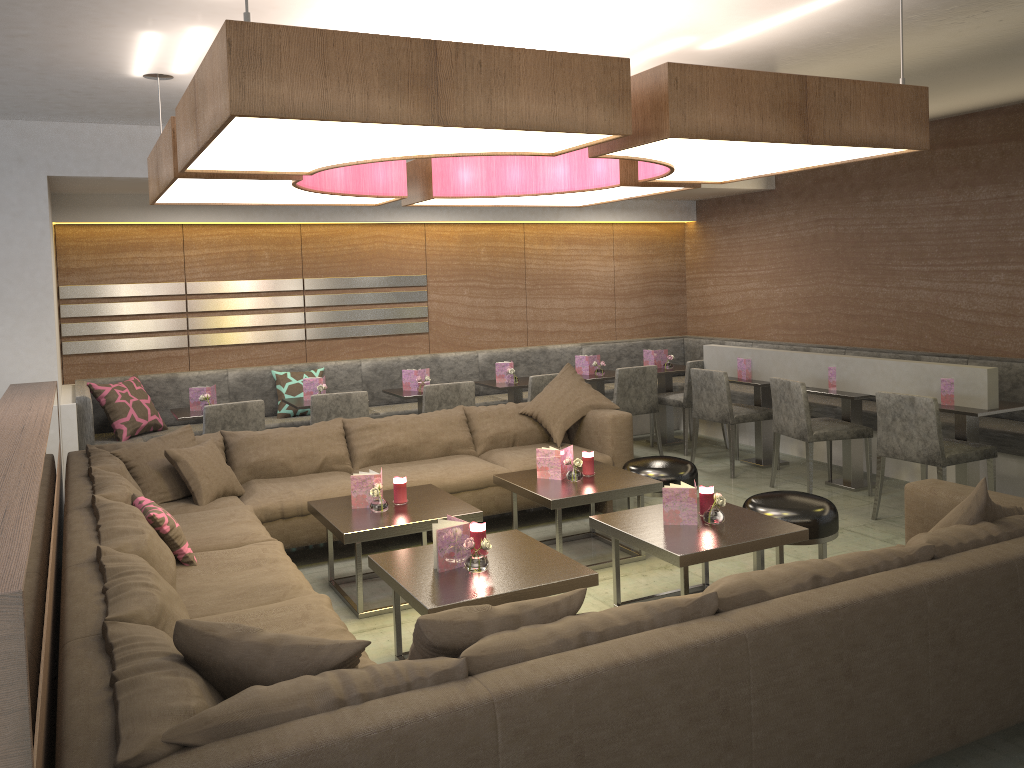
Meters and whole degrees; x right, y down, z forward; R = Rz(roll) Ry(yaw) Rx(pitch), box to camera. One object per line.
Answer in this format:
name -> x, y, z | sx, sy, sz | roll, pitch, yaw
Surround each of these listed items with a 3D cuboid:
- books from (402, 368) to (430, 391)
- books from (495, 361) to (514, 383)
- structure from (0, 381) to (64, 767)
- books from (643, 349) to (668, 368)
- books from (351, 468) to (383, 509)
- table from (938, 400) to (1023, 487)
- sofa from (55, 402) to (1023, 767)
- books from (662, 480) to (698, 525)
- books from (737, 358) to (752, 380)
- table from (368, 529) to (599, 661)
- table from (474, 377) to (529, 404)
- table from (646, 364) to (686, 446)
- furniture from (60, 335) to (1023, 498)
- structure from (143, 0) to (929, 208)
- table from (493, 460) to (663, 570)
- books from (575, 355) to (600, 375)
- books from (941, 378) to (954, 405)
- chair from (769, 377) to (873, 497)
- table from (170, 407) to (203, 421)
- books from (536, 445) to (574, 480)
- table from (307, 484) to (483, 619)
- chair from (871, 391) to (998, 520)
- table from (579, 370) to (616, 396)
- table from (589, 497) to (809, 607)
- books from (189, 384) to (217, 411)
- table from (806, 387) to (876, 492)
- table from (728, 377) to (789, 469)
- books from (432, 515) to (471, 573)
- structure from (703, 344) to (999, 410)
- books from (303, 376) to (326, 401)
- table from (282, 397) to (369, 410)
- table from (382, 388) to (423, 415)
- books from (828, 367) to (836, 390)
books -> -0.733, -0.034, 6.767 | 0.143, 0.164, 0.158 | 0, 5, 29
books -> -0.067, -0.096, 7.098 | 0.143, 0.164, 0.158 | -2, 5, -6
structure -> -1.715, 0.669, 3.090 | 0.224, 1.002, 3.787 | -3, 6, -26
books -> 1.263, -0.222, 7.768 | 0.158, 0.164, 0.143 | -5, 5, -31
books -> -0.702, 0.506, 4.289 | 0.143, 0.164, 0.158 | -2, 5, -6
table -> 2.685, 0.441, 5.211 | 0.507, 0.652, 0.507 | -4, 5, -26
sofa -> -0.168, 0.693, 3.850 | 3.186, 0.672, 3.780 | -5, 7, -26
books -> 0.724, 0.513, 3.827 | 0.143, 0.164, 0.158 | -1, 5, 9
books -> 1.829, -0.119, 6.757 | 0.157, 0.164, 0.143 | -3, 4, -11
table -> -0.121, 0.883, 3.344 | 0.659, 0.410, 0.660 | -5, 6, -26
table -> 0.034, 0.308, 7.058 | 0.507, 0.652, 0.507 | -4, 5, -26
table -> 1.342, 0.185, 7.708 | 0.507, 0.652, 0.507 | -4, 5, -26
furniture -> 0.213, 0.354, 5.798 | 5.659, 0.850, 4.272 | -5, 7, -26
structure -> -0.134, -1.163, 3.717 | 2.451, 0.616, 2.451 | -5, 7, -26
table -> 0.343, 0.704, 4.693 | 0.659, 0.410, 0.660 | -5, 6, -26
books -> 0.640, -0.162, 7.449 | 0.143, 0.164, 0.158 | 2, 6, 44
books -> 2.618, 0.041, 5.209 | 0.143, 0.164, 0.158 | 1, 5, 34
chair -> 2.022, 0.335, 5.838 | 0.492, 0.759, 0.479 | -3, 4, -14
table -> -2.023, 0.500, 6.037 | 0.507, 0.652, 0.507 | -4, 5, -26
books -> 0.232, 0.419, 4.750 | 0.143, 0.164, 0.158 | 0, 5, 29
table -> -0.568, 0.789, 4.241 | 0.659, 0.410, 0.660 | -5, 6, -26
chair -> 2.406, 0.416, 5.064 | 0.493, 0.759, 0.478 | -4, 4, -29
table -> 0.719, 0.244, 7.399 | 0.507, 0.652, 0.507 | -4, 5, -26
table -> 0.789, 0.797, 3.796 | 0.659, 0.410, 0.660 | -5, 6, -26
books -> -2.123, 0.096, 6.077 | 0.143, 0.164, 0.158 | -2, 5, -6
table -> 2.303, 0.362, 5.978 | 0.507, 0.652, 0.507 | -4, 5, -26
table -> 1.920, 0.282, 6.746 | 0.507, 0.652, 0.507 | -4, 5, -26
books -> -0.219, 0.602, 3.359 | 0.143, 0.164, 0.259 | 0, 6, 27
structure -> 2.153, -0.089, 6.089 | 0.095, 0.230, 2.498 | -3, 7, -26
books -> -1.433, 0.032, 6.420 | 0.143, 0.164, 0.158 | -2, 5, -6
table -> -1.337, 0.436, 6.378 | 0.507, 0.652, 0.507 | -4, 5, -26
table -> -0.652, 0.372, 6.718 | 0.507, 0.652, 0.507 | -4, 5, -26
books -> 2.234, -0.041, 5.997 | 0.143, 0.164, 0.158 | 0, 5, 29
